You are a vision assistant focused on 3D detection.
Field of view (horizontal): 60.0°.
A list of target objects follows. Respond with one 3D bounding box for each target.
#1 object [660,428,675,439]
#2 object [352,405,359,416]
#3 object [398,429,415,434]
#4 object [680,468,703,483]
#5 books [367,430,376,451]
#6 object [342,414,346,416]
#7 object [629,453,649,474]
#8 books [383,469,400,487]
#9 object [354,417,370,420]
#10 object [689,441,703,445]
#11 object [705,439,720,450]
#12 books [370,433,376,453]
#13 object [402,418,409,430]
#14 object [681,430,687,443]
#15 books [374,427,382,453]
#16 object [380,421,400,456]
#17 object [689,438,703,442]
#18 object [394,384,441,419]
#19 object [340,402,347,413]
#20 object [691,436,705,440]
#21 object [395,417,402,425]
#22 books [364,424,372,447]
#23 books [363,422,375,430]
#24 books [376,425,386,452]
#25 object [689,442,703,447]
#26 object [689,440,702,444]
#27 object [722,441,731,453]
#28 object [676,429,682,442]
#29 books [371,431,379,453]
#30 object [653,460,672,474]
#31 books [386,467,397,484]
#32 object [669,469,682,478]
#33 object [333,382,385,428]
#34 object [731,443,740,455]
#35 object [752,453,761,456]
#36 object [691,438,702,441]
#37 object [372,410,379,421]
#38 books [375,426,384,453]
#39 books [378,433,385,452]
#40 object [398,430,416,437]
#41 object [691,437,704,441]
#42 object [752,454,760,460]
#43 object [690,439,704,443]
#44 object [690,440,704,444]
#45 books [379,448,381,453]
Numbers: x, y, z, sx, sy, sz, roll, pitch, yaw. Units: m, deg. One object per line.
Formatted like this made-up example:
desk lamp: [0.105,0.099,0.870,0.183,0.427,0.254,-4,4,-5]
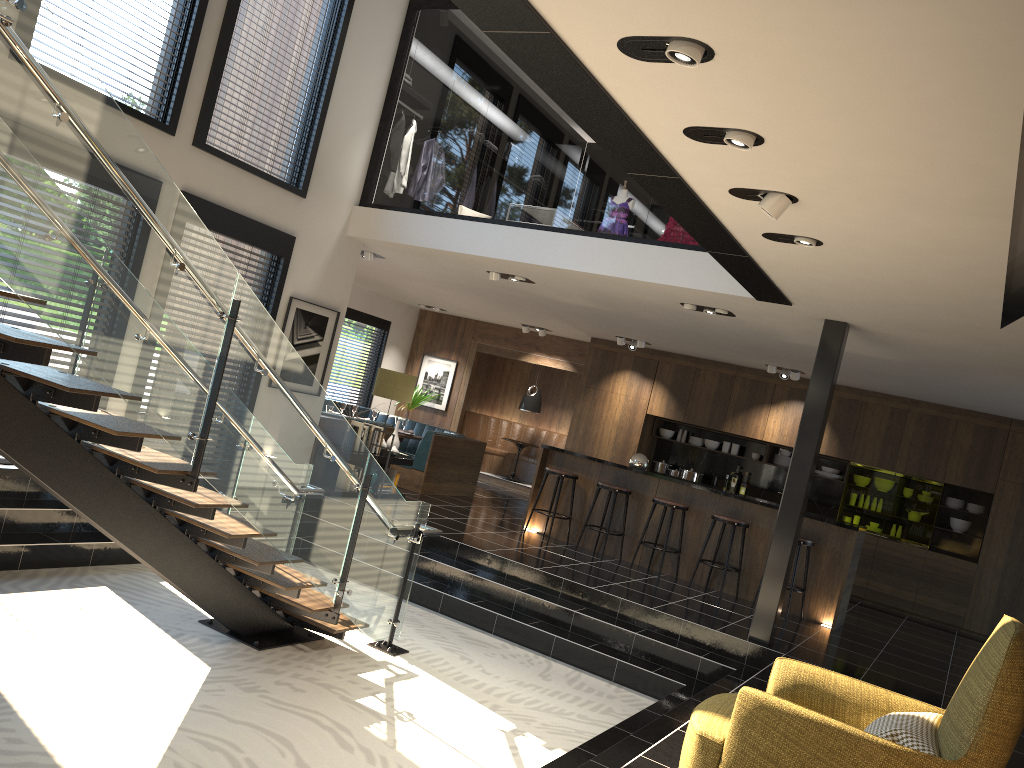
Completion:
object: [2.347,0.763,13.479,0.233,0.138,0.234,13,-1,32]
object: [-2.255,0.398,12.653,0.098,0.191,0.098,13,-1,26]
object: [-1.491,0.652,12.382,0.324,0.051,0.270,13,-1,32]
object: [2.595,1.334,12.892,0.301,0.218,0.278,14,-1,-28]
books: [-1.627,0.621,9.861,0.201,0.255,0.025,13,-1,29]
object: [-2.516,0.404,12.537,0.269,0.051,0.325,13,-1,32]
object: [1.428,0.894,9.974,0.227,0.228,0.227,14,-1,-11]
books: [-1.434,1.133,10.366,0.231,0.232,0.037,13,-1,29]
object: [-2.156,0.497,12.743,0.324,0.051,0.270,13,-1,32]
object: [2.744,0.896,13.241,0.220,0.033,0.220,13,-1,25]
object: [2.956,0.907,13.137,0.234,0.138,0.233,15,-1,-42]
books: [-1.608,0.631,9.913,0.148,0.246,0.023,13,-1,29]
object: [-1.484,0.577,12.221,0.098,0.191,0.098,13,-1,26]
object: [2.595,0.790,13.344,0.060,0.185,0.060,14,-1,-3]
books: [-1.566,0.626,9.992,0.154,0.280,0.028,13,-1,29]
object: [-1.409,0.619,10.327,0.319,0.398,0.316,14,-1,5]
object: [2.755,0.851,13.241,0.220,0.033,0.220,13,-1,25]
object: [-1.727,0.650,15.386,0.818,1.382,0.954,14,-1,-14]
object: [-2.379,0.362,12.437,0.098,0.191,0.098,13,-1,26]
object: [2.764,0.818,13.241,0.220,0.033,0.220,13,-1,25]
object: [-1.557,0.554,12.026,0.098,0.191,0.098,13,-1,26]
books: [-1.656,0.591,9.848,0.169,0.298,0.032,13,-1,29]
books: [-1.625,0.596,9.895,0.155,0.305,0.032,13,-1,29]
books: [-1.522,0.625,10.116,0.131,0.307,0.022,13,-1,29]
object: [2.741,0.908,13.240,0.220,0.033,0.220,13,-1,25]
object: [2.747,0.884,13.241,0.220,0.033,0.220,13,-1,25]
object: [3.141,0.931,13.009,0.109,0.161,0.109,14,-1,11]
object: [2.530,0.775,13.380,0.060,0.185,0.060,14,-1,-30]
books: [-1.600,0.629,9.941,0.194,0.255,0.034,13,-1,29]
object: [2.255,1.250,13.320,0.255,0.218,0.236,14,-1,-13]
books: [-1.436,1.116,10.333,0.156,0.263,0.026,13,-1,29]
object: [2.422,1.326,13.117,0.210,0.143,0.195,14,-1,-13]
object: [-1.695,0.352,9.542,0.608,0.744,0.406,14,-1,-11]
object: [3.255,0.957,12.945,0.109,0.161,0.110,13,-1,41]
object: [3.527,1.041,12.816,0.122,0.072,0.122,15,-1,-36]
object: [2.758,0.842,13.241,0.220,0.033,0.220,13,-1,25]
object: [-1.938,0.471,12.480,0.098,0.191,0.098,13,-1,26]
books: [-1.557,0.621,10.018,0.177,0.294,0.025,13,-1,29]
books: [-1.539,0.649,10.035,0.161,0.250,0.028,13,-1,29]
object: [-1.428,0.657,11.960,0.269,0.051,0.325,13,-1,32]
object: [2.761,0.829,13.241,0.220,0.033,0.220,13,-1,25]
object: [3.522,1.065,12.816,0.122,0.072,0.122,15,-1,-36]
object: [2.753,0.862,13.241,0.220,0.033,0.220,13,-1,25]
object: [2.750,0.874,13.241,0.220,0.033,0.220,13,-1,25]
books: [-1.534,0.663,10.090,0.129,0.227,0.026,13,-1,29]
